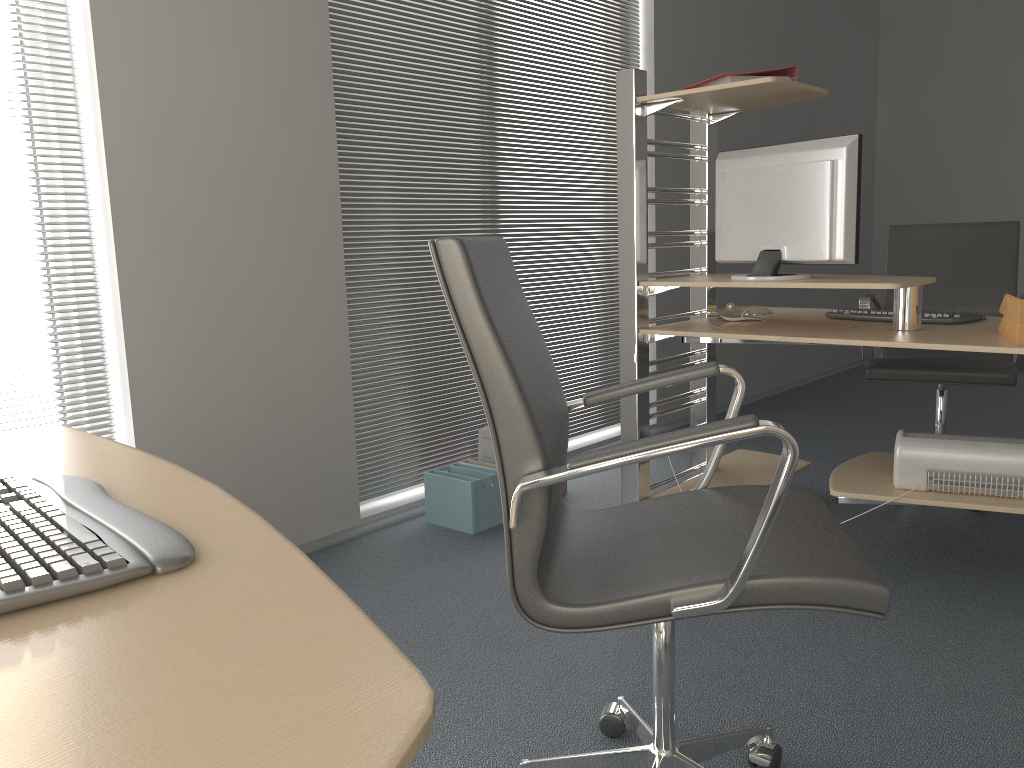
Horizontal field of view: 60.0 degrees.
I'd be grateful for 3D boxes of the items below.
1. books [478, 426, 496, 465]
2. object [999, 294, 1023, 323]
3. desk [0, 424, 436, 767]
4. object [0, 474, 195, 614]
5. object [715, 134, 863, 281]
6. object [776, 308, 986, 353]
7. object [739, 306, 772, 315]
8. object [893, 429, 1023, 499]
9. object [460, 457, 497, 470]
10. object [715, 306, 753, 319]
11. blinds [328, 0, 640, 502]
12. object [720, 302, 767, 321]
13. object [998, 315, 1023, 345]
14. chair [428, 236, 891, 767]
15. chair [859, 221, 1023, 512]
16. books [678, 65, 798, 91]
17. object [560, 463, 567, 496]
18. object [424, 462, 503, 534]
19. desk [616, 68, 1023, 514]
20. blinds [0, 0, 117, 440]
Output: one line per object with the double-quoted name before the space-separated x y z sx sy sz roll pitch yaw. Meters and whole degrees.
"books" -0.042 0.329 3.450 0.220 0.306 0.068 6 12 41
"object" 1.442 -0.206 2.345 0.225 0.060 0.309 2 10 20
"desk" -0.620 0.151 0.804 1.469 1.566 0.967 6 12 41
"object" -0.752 0.219 0.798 0.814 0.082 0.478 -10 12 -40
"object" 0.809 -0.541 2.785 0.245 0.418 0.516 -6 10 -26
"object" 1.112 -0.173 2.821 0.814 0.082 0.478 -10 12 -40
"object" 0.922 -0.283 3.375 0.132 0.026 0.132 6 12 41
"object" 1.375 0.213 2.624 0.438 0.162 0.351 3 10 26
"object" -0.050 0.401 3.450 0.245 0.202 0.185 6 12 41
"object" 0.805 -0.261 3.217 0.134 0.042 0.022 -3 9 -6
"blinds" 0.003 -1.059 3.799 0.022 2.770 1.950 6 12 41
"object" 0.811 -0.255 3.111 0.159 0.064 0.054 -1 9 9
"object" 1.444 -0.150 2.354 0.225 0.060 0.309 2 10 20
"chair" 0.249 0.264 1.545 0.652 1.048 0.584 -1 9 7
"chair" 1.668 -0.091 3.430 0.584 1.048 0.652 3 10 28
"books" 0.723 -0.972 2.885 0.262 0.072 0.320 -5 10 -16
"object" 0.079 0.367 3.634 0.245 0.202 0.185 2 10 23
"object" -0.173 0.427 3.314 0.245 0.202 0.185 6 12 41
"desk" 1.227 -0.246 2.863 1.469 1.566 0.967 6 12 41
"blinds" -1.846 -0.662 1.733 0.037 2.749 1.950 6 12 41
